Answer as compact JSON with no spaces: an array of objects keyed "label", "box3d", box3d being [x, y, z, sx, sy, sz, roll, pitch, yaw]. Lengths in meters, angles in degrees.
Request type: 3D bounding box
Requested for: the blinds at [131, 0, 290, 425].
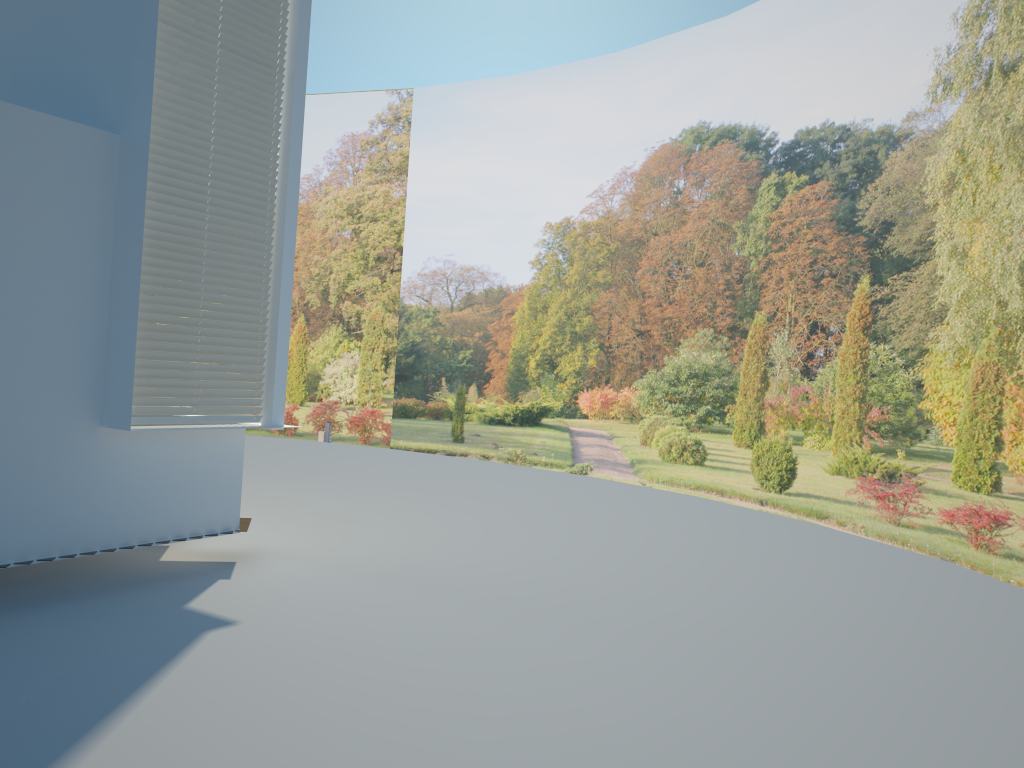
[{"label":"blinds","box3d":[-3.096,-1.930,7.473,1.219,4.266,3.920,4,0,-39]}]
